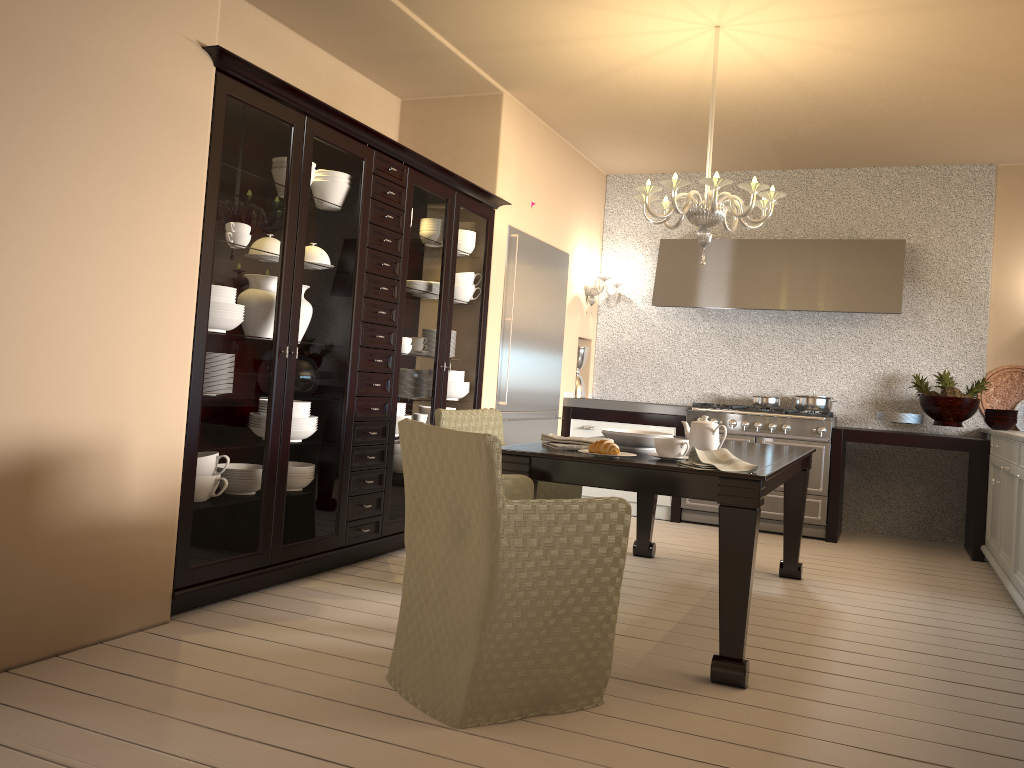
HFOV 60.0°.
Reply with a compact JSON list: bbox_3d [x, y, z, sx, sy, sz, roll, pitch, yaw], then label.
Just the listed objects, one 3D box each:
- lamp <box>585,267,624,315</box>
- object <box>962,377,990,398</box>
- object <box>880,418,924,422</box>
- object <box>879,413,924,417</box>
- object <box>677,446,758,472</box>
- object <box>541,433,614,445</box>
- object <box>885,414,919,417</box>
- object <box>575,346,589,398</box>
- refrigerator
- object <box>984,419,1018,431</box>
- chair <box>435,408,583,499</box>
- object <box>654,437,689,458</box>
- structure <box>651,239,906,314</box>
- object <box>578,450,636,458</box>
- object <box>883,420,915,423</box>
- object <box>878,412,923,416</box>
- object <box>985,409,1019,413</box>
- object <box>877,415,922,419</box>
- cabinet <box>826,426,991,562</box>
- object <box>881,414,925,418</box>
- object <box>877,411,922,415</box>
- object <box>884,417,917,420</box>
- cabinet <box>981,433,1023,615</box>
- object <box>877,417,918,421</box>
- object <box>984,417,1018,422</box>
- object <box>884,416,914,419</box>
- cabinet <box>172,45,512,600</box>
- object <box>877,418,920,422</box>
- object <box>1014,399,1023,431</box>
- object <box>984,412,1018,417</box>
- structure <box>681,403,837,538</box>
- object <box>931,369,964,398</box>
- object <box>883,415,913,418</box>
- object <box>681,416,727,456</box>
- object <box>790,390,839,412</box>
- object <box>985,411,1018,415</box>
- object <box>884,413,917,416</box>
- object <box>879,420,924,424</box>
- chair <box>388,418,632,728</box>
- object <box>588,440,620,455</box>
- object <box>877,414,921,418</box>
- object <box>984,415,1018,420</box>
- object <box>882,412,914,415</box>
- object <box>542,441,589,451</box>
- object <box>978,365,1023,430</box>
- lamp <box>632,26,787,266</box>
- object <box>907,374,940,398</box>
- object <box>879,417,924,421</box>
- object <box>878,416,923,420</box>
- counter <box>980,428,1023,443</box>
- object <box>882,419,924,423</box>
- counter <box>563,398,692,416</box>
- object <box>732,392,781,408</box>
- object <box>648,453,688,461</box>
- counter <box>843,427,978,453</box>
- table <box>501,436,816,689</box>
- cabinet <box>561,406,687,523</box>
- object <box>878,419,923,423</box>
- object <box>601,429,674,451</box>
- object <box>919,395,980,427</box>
[{"bbox_3d":[0.667,-0.693,6.721,0.269,0.341,0.478,4,-1,21],"label":"lamp"},{"bbox_3d":[2.939,0.079,5.708,0.275,0.285,0.138,4,-2,8],"label":"object"},{"bbox_3d":[2.484,0.233,5.670,0.278,0.011,0.278,4,0,10],"label":"object"},{"bbox_3d":[2.486,0.202,5.672,0.278,0.011,0.278,4,0,10],"label":"object"},{"bbox_3d":[0.646,0.233,2.791,0.204,0.063,0.197,4,0,-14],"label":"object"},{"bbox_3d":[0.241,0.214,3.255,0.233,0.051,0.164,4,0,23],"label":"object"},{"bbox_3d":[2.486,0.205,5.671,0.278,0.011,0.278,4,0,10],"label":"object"},{"bbox_3d":[0.498,-0.092,6.810,0.155,0.394,0.155,4,-2,12],"label":"object"},{"bbox_3d":[-0.152,-0.097,5.931,0.742,1.736,1.101,3,-2,23],"label":"refrigerator"},{"bbox_3d":[2.997,0.255,5.437,0.180,0.063,0.180,4,0,1],"label":"object"},{"bbox_3d":[-0.013,0.520,3.825,0.562,0.802,0.562,3,-1,29],"label":"chair"},{"bbox_3d":[0.545,0.221,3.019,0.125,0.070,0.116,4,0,16],"label":"object"},{"bbox_3d":[1.875,-0.761,6.293,1.663,0.511,0.479,4,-1,23],"label":"structure"},{"bbox_3d":[0.315,0.234,2.938,0.194,0.014,0.194,4,0,-1],"label":"object"},{"bbox_3d":[2.483,0.244,5.669,0.278,0.011,0.278,4,0,10],"label":"object"},{"bbox_3d":[2.486,0.197,5.672,0.278,0.011,0.278,4,0,10],"label":"object"},{"bbox_3d":[3.005,0.188,5.438,0.180,0.065,0.180,4,0,31],"label":"object"},{"bbox_3d":[2.486,0.216,5.672,0.278,0.011,0.278,4,0,10],"label":"object"},{"bbox_3d":[2.551,0.679,5.754,0.896,0.725,0.599,4,-1,23],"label":"cabinet"},{"bbox_3d":[2.486,0.208,5.671,0.278,0.011,0.278,4,0,10],"label":"object"},{"bbox_3d":[2.487,0.191,5.672,0.278,0.011,0.278,4,0,10],"label":"object"},{"bbox_3d":[2.485,0.225,5.671,0.278,0.011,0.278,4,0,10],"label":"object"},{"bbox_3d":[2.641,0.667,3.840,0.847,0.772,4.215,4,0,23],"label":"cabinet"},{"bbox_3d":[2.484,0.230,5.671,0.278,0.011,0.278,4,0,10],"label":"object"},{"bbox_3d":[2.998,0.243,5.438,0.180,0.063,0.180,4,0,1],"label":"object"},{"bbox_3d":[2.485,0.219,5.671,0.278,0.011,0.278,4,0,10],"label":"object"},{"bbox_3d":[-0.953,-0.196,4.203,0.889,1.842,2.485,3,-1,23],"label":"cabinet"},{"bbox_3d":[2.484,0.236,5.670,0.278,0.011,0.278,4,0,10],"label":"object"},{"bbox_3d":[3.402,0.214,5.733,0.282,0.273,0.093,4,-2,25],"label":"object"},{"bbox_3d":[2.998,0.213,5.440,0.180,0.067,0.180,4,0,15],"label":"object"},{"bbox_3d":[1.694,0.563,6.069,0.930,0.806,0.704,4,-1,23],"label":"structure"},{"bbox_3d":[2.783,0.035,5.671,0.160,0.279,0.269,4,-1,5],"label":"object"},{"bbox_3d":[2.486,0.213,5.671,0.278,0.011,0.278,4,0,10],"label":"object"},{"bbox_3d":[0.671,0.189,3.124,0.198,0.156,0.118,4,-1,29],"label":"object"},{"bbox_3d":[2.084,0.113,6.120,0.265,0.146,0.265,4,0,-19],"label":"object"},{"bbox_3d":[3.001,0.201,5.439,0.180,0.064,0.180,4,0,31],"label":"object"},{"bbox_3d":[2.486,0.200,5.671,0.278,0.011,0.278,4,0,10],"label":"object"},{"bbox_3d":[2.483,0.247,5.670,0.278,0.011,0.278,4,0,10],"label":"object"},{"bbox_3d":[-0.015,0.523,2.543,0.560,0.802,0.564,5,-2,-31],"label":"chair"},{"bbox_3d":[0.308,0.210,2.931,0.138,0.051,0.062,4,-1,42],"label":"object"},{"bbox_3d":[2.485,0.210,5.670,0.278,0.011,0.278,4,0,10],"label":"object"},{"bbox_3d":[2.999,0.228,5.438,0.180,0.063,0.180,4,0,1],"label":"object"},{"bbox_3d":[2.487,0.194,5.672,0.278,0.011,0.278,4,0,10],"label":"object"},{"bbox_3d":[0.216,0.227,3.229,0.164,0.027,0.232,4,0,-12],"label":"object"},{"bbox_3d":[3.318,0.090,5.855,0.431,0.431,0.064,4,-2,23],"label":"object"},{"bbox_3d":[0.911,-1.100,4.066,0.676,1.129,0.699,3,-2,41],"label":"lamp"},{"bbox_3d":[2.722,0.063,5.824,0.138,0.285,0.278,5,-1,-21],"label":"object"},{"bbox_3d":[2.485,0.228,5.671,0.278,0.011,0.278,4,0,10],"label":"object"},{"bbox_3d":[2.485,0.222,5.672,0.278,0.011,0.278,4,0,10],"label":"object"},{"bbox_3d":[2.615,0.254,3.874,0.653,0.068,4.232,4,0,23],"label":"counter"},{"bbox_3d":[2.484,0.239,5.670,0.278,0.011,0.278,4,0,10],"label":"object"},{"bbox_3d":[0.897,0.165,6.489,0.896,0.062,0.599,4,0,23],"label":"counter"},{"bbox_3d":[1.755,0.117,6.314,0.198,0.090,0.370,4,0,-25],"label":"object"},{"bbox_3d":[0.539,0.251,3.019,0.153,0.012,0.154,4,0,-16],"label":"object"},{"bbox_3d":[2.574,0.357,5.765,0.765,0.079,0.599,4,0,23],"label":"counter"},{"bbox_3d":[0.698,0.594,3.708,0.919,0.654,1.988,4,0,23],"label":"table"},{"bbox_3d":[0.864,0.559,6.462,0.896,0.725,0.635,4,-1,23],"label":"cabinet"},{"bbox_3d":[2.484,0.241,5.670,0.278,0.011,0.278,4,0,10],"label":"object"},{"bbox_3d":[0.489,0.220,3.469,0.282,0.066,0.281,4,0,17],"label":"object"},{"bbox_3d":[2.804,0.177,5.692,0.351,0.188,0.351,4,0,6],"label":"object"}]
